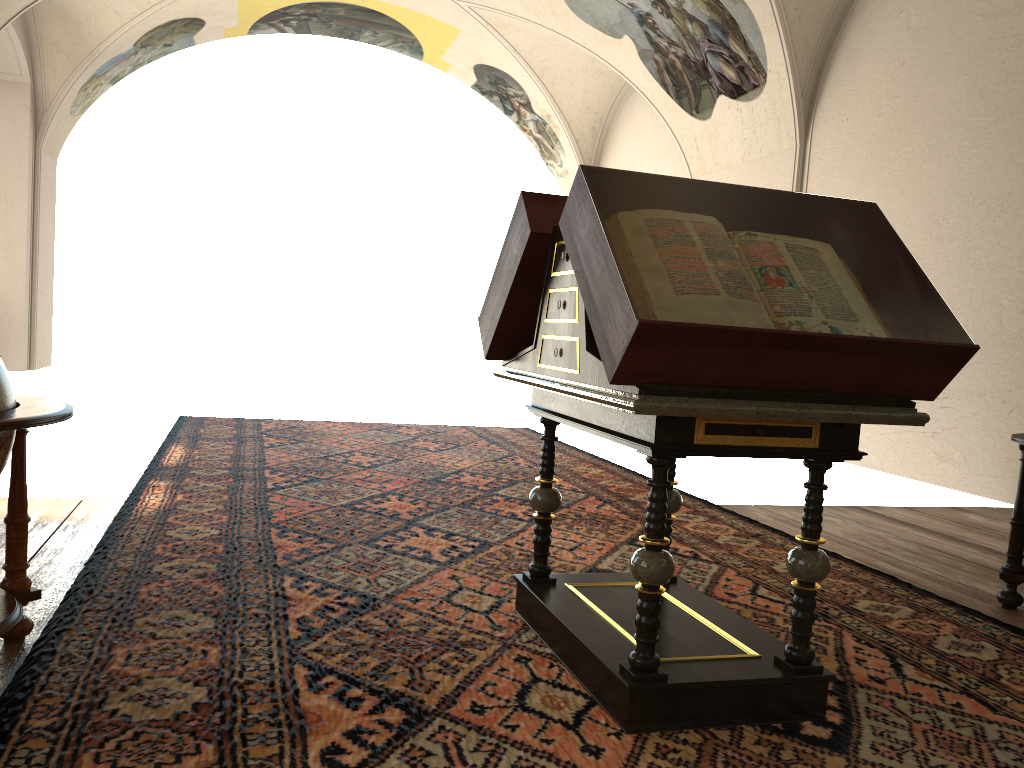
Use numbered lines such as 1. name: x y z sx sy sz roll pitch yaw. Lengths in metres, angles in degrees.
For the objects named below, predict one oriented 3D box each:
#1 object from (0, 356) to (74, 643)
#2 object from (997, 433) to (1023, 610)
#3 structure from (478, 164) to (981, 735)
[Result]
1. object: -2.217 0.326 3.027 1.278 1.451 1.278 5 4 20
2. object: 3.365 0.605 4.730 1.277 1.451 1.279 7 5 35
3. structure: 0.665 0.217 3.707 1.245 1.984 1.888 3 4 -17
